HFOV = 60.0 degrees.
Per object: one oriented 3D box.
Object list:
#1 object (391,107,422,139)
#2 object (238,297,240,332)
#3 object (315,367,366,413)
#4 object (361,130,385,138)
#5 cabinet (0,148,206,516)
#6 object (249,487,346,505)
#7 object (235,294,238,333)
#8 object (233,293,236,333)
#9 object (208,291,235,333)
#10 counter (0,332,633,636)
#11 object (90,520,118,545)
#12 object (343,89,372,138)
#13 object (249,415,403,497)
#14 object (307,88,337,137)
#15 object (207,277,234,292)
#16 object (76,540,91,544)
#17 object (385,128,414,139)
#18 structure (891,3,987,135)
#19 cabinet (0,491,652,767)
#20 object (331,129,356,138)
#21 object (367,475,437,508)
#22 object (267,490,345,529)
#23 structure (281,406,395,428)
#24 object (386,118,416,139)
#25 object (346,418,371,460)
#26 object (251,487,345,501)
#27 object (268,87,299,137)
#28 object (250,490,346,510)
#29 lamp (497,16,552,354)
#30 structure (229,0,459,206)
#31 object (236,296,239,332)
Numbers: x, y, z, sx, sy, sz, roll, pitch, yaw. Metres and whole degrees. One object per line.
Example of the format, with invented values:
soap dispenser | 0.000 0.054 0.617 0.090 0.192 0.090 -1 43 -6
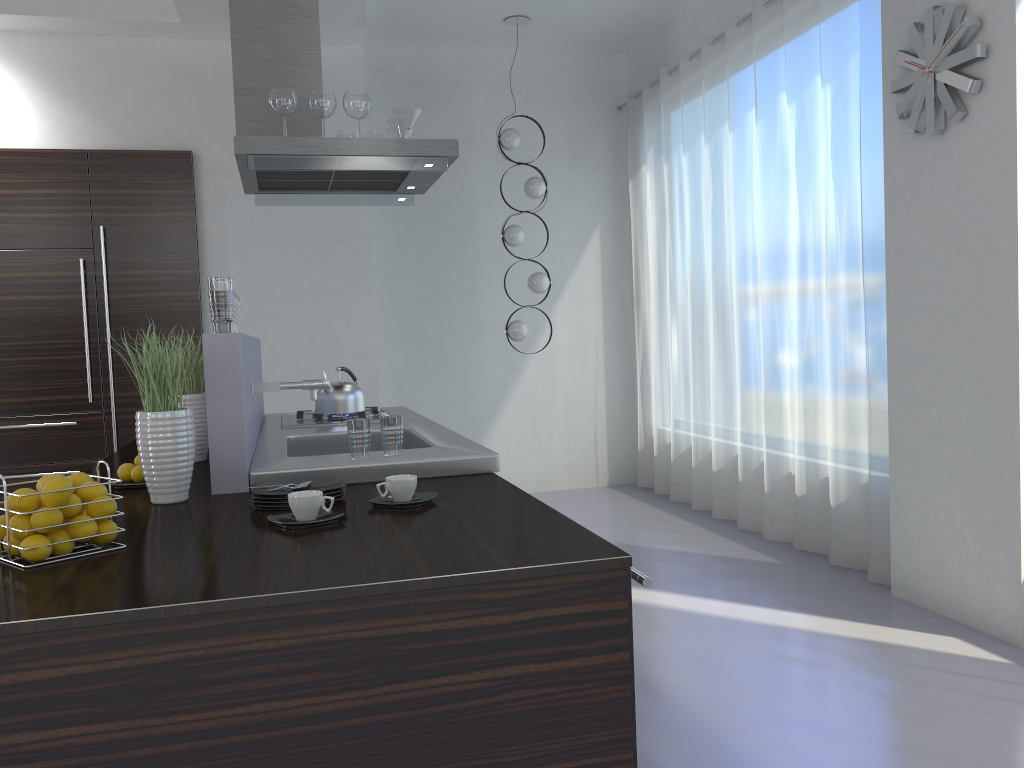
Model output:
object | -0.464 -1.121 3.926 0.137 0.174 0.137 0 4 41
object | -0.906 -0.217 2.839 0.072 0.119 0.071 0 4 36
object | -0.771 0.021 3.960 0.220 0.196 0.229 -4 3 -22
object | -0.702 -1.165 4.497 0.125 0.221 0.125 -2 3 10
cabinet | -3.763 -0.129 5.431 3.600 2.500 0.669 -3 3 -14
object | -0.547 0.287 2.277 0.232 0.020 0.232 -3 3 -6
object | -0.865 -0.210 2.683 0.071 0.119 0.072 -1 3 26
object | -0.845 -0.207 2.605 0.071 0.119 0.072 -1 3 26
object | -0.825 -0.203 2.527 0.071 0.119 0.072 -1 3 26
counter | -0.791 0.479 3.050 1.302 1.300 3.291 -3 3 -14
object | -0.848 0.308 1.841 0.061 0.053 0.053 -1 4 31
object | -0.654 -1.129 3.774 0.125 0.221 0.125 -2 3 10
object | -0.516 0.193 2.457 0.269 0.147 0.646 -2 3 11
object | -0.796 -1.121 3.738 0.125 0.221 0.125 -2 3 10
object | -0.827 -0.242 2.525 0.071 0.119 0.072 -1 3 26
object | -0.898 0.310 1.875 0.053 0.053 0.061 -1 3 28
object | -0.540 -1.137 4.284 0.137 0.174 0.137 0 4 41
structure | 1.716 -1.277 3.611 0.076 0.505 0.505 -3 3 -14
cabinet | -0.793 0.703 3.061 1.377 0.852 3.285 -3 3 -14
object | -0.844 -1.157 4.461 0.125 0.221 0.125 -2 3 10
object | -0.273 0.266 2.210 0.153 0.069 0.153 -1 3 19
object | -0.471 0.284 2.023 0.153 0.069 0.153 -5 4 -41
structure | -0.815 0.133 4.154 0.519 0.055 0.709 -3 3 -14
object | -0.511 -1.129 4.110 0.137 0.174 0.137 0 4 41
object | -0.458 0.165 2.661 0.071 0.119 0.072 -3 3 -14
object | -0.547 0.277 2.276 0.232 0.020 0.232 -3 3 -11
object | -0.949 -1.113 3.698 0.125 0.221 0.125 -2 3 10
object | -0.547 0.297 2.277 0.232 0.020 0.232 -3 3 -6
lamp | 0.084 -1.399 6.351 0.367 2.370 0.180 -3 3 -21
structure | -0.806 -1.515 4.086 0.915 1.231 0.981 -3 3 -14
object | -0.886 -0.213 2.761 0.071 0.119 0.072 -1 3 26
